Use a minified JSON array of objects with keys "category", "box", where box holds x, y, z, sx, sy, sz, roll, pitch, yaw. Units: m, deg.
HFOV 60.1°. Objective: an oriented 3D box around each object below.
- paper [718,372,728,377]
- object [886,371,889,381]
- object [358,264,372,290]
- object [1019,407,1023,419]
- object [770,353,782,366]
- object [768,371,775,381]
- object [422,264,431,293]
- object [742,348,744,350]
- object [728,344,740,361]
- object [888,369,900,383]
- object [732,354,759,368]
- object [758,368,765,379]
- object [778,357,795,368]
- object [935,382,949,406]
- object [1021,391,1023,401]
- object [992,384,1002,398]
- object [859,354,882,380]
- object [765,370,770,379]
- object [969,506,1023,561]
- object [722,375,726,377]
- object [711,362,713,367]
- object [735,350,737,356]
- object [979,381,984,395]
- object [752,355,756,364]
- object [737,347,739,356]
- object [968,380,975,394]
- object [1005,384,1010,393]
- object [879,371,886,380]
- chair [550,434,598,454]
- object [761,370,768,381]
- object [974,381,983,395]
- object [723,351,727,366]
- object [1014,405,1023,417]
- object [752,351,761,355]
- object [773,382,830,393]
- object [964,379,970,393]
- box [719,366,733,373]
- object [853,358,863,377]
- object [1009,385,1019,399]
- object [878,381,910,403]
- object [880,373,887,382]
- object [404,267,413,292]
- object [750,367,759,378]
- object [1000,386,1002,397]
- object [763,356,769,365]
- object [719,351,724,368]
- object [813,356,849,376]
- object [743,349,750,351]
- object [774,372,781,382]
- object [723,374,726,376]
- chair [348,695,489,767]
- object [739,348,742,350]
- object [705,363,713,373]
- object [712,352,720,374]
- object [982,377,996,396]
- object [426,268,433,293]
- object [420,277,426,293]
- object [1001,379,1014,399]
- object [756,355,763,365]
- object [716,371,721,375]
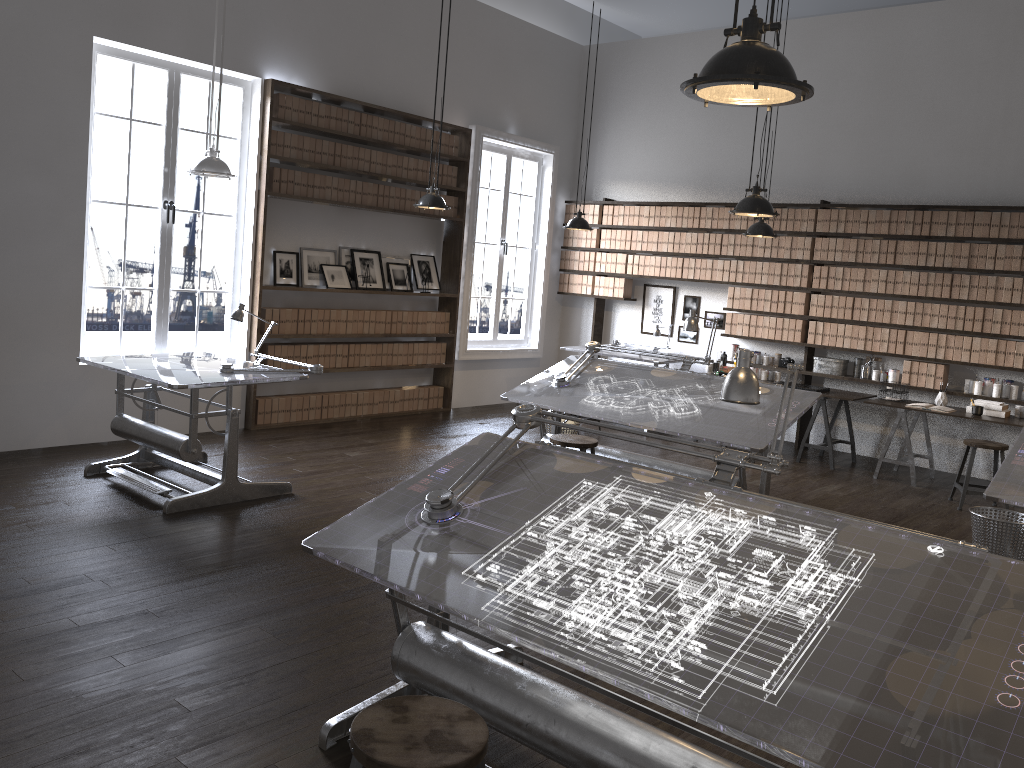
[{"category":"paper","box":[2.153,-0.093,8.919,0.155,0.038,0.138,8,8,25]},{"category":"object","box":[3.539,-0.069,8.336,0.045,0.100,0.044,9,7,43]},{"category":"object","box":[-1.412,-1.027,8.510,0.040,0.259,0.174,8,6,40]},{"category":"object","box":[4.283,0.241,7.407,0.063,0.093,0.063,4,5,-9]},{"category":"object","box":[2.700,-0.227,9.031,0.107,0.161,0.237,5,6,5]},{"category":"object","box":[2.590,-0.079,8.843,0.062,0.093,0.063,5,5,-1]},{"category":"object","box":[-0.889,-1.089,9.155,0.040,0.303,0.118,8,6,40]},{"category":"object","box":[2.447,-0.309,9.348,0.072,0.128,0.071,4,5,-3]},{"category":"object","box":[2.322,-0.328,9.277,0.107,0.176,0.107,9,7,42]},{"category":"object","box":[3.564,-0.071,8.269,0.094,0.127,0.095,0,7,-43]},{"category":"object","box":[2.409,-0.234,9.091,0.344,0.145,0.077,1,6,-27]},{"category":"object","box":[2.535,-0.111,8.955,0.095,0.127,0.094,10,7,44]},{"category":"object","box":[2.763,-0.216,8.937,0.171,0.108,0.091,10,8,40]},{"category":"object","box":[3.816,0.093,7.856,0.101,0.208,0.102,4,5,-5]},{"category":"object","box":[4.393,0.106,7.585,0.054,0.081,0.054,8,6,30]},{"category":"object","box":[4.196,0.059,7.663,0.062,0.119,0.062,5,5,8]},{"category":"object","box":[3.418,-0.181,8.444,0.182,0.271,0.157,7,6,24]},{"category":"object","box":[2.560,-0.088,8.892,0.045,0.100,0.044,9,6,40]},{"category":"object","box":[2.829,0.943,5.145,0.353,0.376,0.355,1,7,-28]},{"category":"object","box":[2.143,-0.076,8.894,0.005,0.005,0.158,3,7,-16]},{"category":"object","box":[2.073,-0.169,9.189,0.070,0.103,0.069,8,6,35]},{"category":"object","box":[2.275,-0.257,9.029,0.022,0.179,0.005,2,5,-27]},{"category":"object","box":[4.124,0.035,7.802,0.045,0.127,0.044,9,6,40]},{"category":"object","box":[2.482,-0.257,9.144,0.062,0.094,0.062,7,6,26]},{"category":"object","box":[2.289,-0.269,9.012,0.007,0.213,0.055,3,5,-15]},{"category":"object","box":[4.070,0.029,7.823,0.063,0.117,0.063,4,5,-9]},{"category":"object","box":[4.297,0.063,7.692,0.045,0.127,0.044,2,6,-32]},{"category":"object","box":[3.512,-0.077,8.386,0.062,0.093,0.063,5,5,2]},{"category":"chair","box":[0.376,0.611,5.681,0.359,0.526,0.373,6,6,18]},{"category":"object","box":[2.520,-0.085,8.845,0.062,0.094,0.062,4,5,-10]},{"category":"object","box":[4.084,0.039,7.754,0.062,0.119,0.062,5,5,0]},{"category":"object","box":[2.197,-0.224,9.203,0.069,0.229,0.068,8,6,37]},{"category":"object","box":[4.278,0.232,7.473,0.062,0.094,0.062,4,5,-9]},{"category":"object","box":[2.544,-0.277,9.237,0.094,0.127,0.095,3,6,-19]},{"category":"object","box":[2.724,0.030,8.343,0.447,0.033,0.312,11,9,40]},{"category":"object","box":[4.066,0.020,7.889,0.062,0.119,0.062,4,5,-9]},{"category":"box","box":[2.243,-0.128,9.044,0.212,0.083,0.138,10,9,40]},{"category":"object","box":[3.357,-0.158,8.598,0.079,0.187,0.079,6,5,19]},{"category":"object","box":[4.330,0.073,7.640,0.062,0.119,0.062,5,5,8]},{"category":"object","box":[3.452,0.069,8.001,0.204,0.160,0.284,10,8,40]},{"category":"object","box":[3.533,-0.067,8.346,0.181,0.093,0.062,0,7,-36]},{"category":"object","box":[-1.048,-1.054,8.959,0.040,0.259,0.124,8,6,40]},{"category":"object","box":[2.429,-0.119,8.904,0.105,0.141,0.104,8,6,32]},{"category":"object","box":[4.248,0.068,7.733,0.054,0.101,0.054,1,6,-33]},{"category":"object","box":[2.605,-0.240,9.088,0.062,0.094,0.062,7,6,26]},{"category":"object","box":[2.143,-0.224,9.139,0.069,0.236,0.068,8,6,37]},{"category":"object","box":[3.122,-0.176,8.683,0.318,0.152,0.193,10,8,39]},{"category":"object","box":[2.447,-0.299,9.268,0.070,0.130,0.070,4,5,-12]},{"category":"object","box":[2.657,-0.075,8.850,0.062,0.094,0.062,5,5,-1]},{"category":"object","box":[2.150,-0.081,8.882,0.011,0.017,0.172,3,7,-18]},{"category":"chair","box":[-0.226,1.035,2.007,0.359,0.526,0.373,6,6,18]},{"category":"object","box":[2.392,-0.309,9.312,0.050,0.139,0.051,8,6,38]},{"category":"object","box":[2.030,-0.165,9.124,0.068,0.104,0.068,10,7,44]},{"category":"object","box":[2.096,-0.217,9.084,0.069,0.229,0.068,8,6,37]},{"category":"object","box":[4.193,0.027,7.784,0.095,0.161,0.094,8,6,36]},{"category":"object","box":[-0.867,-1.075,9.228,0.040,0.261,0.110,8,6,40]},{"category":"object","box":[-0.907,-1.013,9.092,0.040,0.165,0.066,8,6,40]},{"category":"object","box":[4.298,0.045,7.710,0.094,0.161,0.205,9,8,41]},{"category":"object","box":[2.543,-0.248,9.111,0.063,0.093,0.063,7,6,26]},{"category":"object","box":[2.110,-0.113,9.038,0.049,0.037,0.049,9,8,36]}]
